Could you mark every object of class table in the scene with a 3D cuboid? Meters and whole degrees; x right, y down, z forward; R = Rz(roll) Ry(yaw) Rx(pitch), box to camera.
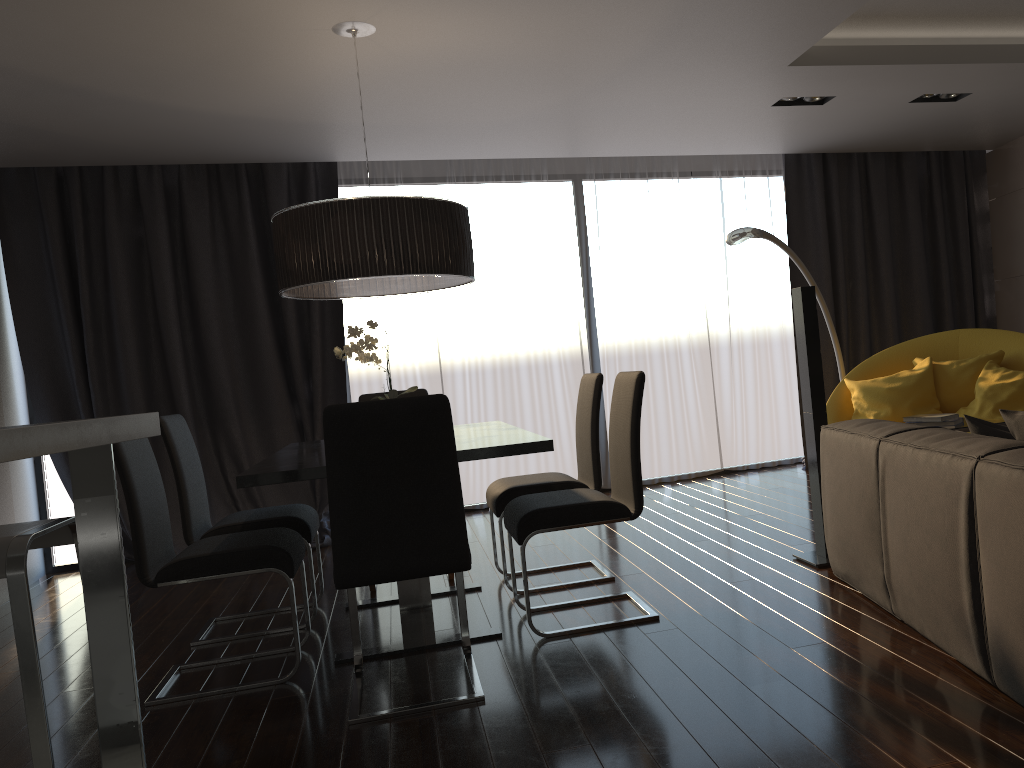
[{"bbox_3d":[-0.441,0.623,3.734,1.064,0.760,1.567,-6,1,-10],"label":"table"},{"bbox_3d":[2.020,0.478,4.210,0.615,0.563,0.440,-6,1,-12],"label":"table"}]

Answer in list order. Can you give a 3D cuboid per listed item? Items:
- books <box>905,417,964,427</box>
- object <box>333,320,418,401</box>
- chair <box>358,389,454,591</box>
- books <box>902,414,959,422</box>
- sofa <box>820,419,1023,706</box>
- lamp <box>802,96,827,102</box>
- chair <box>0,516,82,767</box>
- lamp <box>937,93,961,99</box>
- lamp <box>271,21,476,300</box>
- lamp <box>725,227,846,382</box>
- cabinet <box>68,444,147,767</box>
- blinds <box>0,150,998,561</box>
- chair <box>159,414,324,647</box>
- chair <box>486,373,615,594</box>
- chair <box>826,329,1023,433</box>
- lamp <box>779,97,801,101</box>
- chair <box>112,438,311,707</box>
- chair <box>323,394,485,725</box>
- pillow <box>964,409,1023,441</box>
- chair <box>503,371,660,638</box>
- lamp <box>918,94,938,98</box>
[{"bbox_3d":[2.022,0.184,4.214,0.219,0.023,0.171,-5,1,39],"label":"books"},{"bbox_3d":[-0.557,0.001,3.616,0.319,0.501,0.558,-6,1,-13],"label":"object"},{"bbox_3d":[-0.569,0.520,4.566,0.437,0.964,0.559,-6,1,-10],"label":"chair"},{"bbox_3d":[2.009,0.162,4.222,0.163,0.022,0.194,-6,1,-34],"label":"books"},{"bbox_3d":[2.610,0.370,2.657,2.748,0.704,2.475,-6,1,-1],"label":"sofa"},{"bbox_3d":[1.888,-1.802,5.463,0.177,0.077,0.177,-5,1,1],"label":"lamp"},{"bbox_3d":[-1.016,0.688,1.674,0.430,0.800,0.421,-6,1,-11],"label":"chair"},{"bbox_3d":[2.846,-1.898,5.694,0.177,0.077,0.177,-5,1,1],"label":"lamp"},{"bbox_3d":[-0.609,-0.949,3.694,0.788,1.102,0.820,-5,1,13],"label":"lamp"},{"bbox_3d":[3.168,-0.282,6.834,4.455,1.779,0.552,-6,1,-33],"label":"lamp"},{"bbox_3d":[-1.026,-0.154,0.858,4.548,2.501,6.769,-6,1,-10],"label":"cabinet"},{"bbox_3d":[0.572,-0.579,6.648,7.766,2.894,0.721,-6,1,-20],"label":"blinds"},{"bbox_3d":[-1.177,0.588,3.902,0.585,0.964,0.418,-6,1,-12],"label":"chair"},{"bbox_3d":[0.173,0.454,4.227,0.585,0.964,0.418,-6,1,-12],"label":"chair"},{"bbox_3d":[2.709,0.171,5.500,1.199,1.005,1.435,-6,1,-44],"label":"chair"},{"bbox_3d":[1.709,-1.784,5.419,0.182,0.077,0.171,-6,1,-16],"label":"lamp"},{"bbox_3d":[-1.085,0.589,3.222,0.585,0.964,0.418,-6,1,-12],"label":"chair"},{"bbox_3d":[-0.366,0.525,2.910,0.437,0.964,0.559,-6,1,-10],"label":"chair"},{"bbox_3d":[2.112,0.171,2.149,1.989,0.431,1.114,-5,1,41],"label":"pillow"},{"bbox_3d":[0.265,0.455,3.547,0.585,0.964,0.418,-6,1,-12],"label":"chair"},{"bbox_3d":[2.667,-1.880,5.650,0.175,0.077,0.179,-5,1,8],"label":"lamp"}]
